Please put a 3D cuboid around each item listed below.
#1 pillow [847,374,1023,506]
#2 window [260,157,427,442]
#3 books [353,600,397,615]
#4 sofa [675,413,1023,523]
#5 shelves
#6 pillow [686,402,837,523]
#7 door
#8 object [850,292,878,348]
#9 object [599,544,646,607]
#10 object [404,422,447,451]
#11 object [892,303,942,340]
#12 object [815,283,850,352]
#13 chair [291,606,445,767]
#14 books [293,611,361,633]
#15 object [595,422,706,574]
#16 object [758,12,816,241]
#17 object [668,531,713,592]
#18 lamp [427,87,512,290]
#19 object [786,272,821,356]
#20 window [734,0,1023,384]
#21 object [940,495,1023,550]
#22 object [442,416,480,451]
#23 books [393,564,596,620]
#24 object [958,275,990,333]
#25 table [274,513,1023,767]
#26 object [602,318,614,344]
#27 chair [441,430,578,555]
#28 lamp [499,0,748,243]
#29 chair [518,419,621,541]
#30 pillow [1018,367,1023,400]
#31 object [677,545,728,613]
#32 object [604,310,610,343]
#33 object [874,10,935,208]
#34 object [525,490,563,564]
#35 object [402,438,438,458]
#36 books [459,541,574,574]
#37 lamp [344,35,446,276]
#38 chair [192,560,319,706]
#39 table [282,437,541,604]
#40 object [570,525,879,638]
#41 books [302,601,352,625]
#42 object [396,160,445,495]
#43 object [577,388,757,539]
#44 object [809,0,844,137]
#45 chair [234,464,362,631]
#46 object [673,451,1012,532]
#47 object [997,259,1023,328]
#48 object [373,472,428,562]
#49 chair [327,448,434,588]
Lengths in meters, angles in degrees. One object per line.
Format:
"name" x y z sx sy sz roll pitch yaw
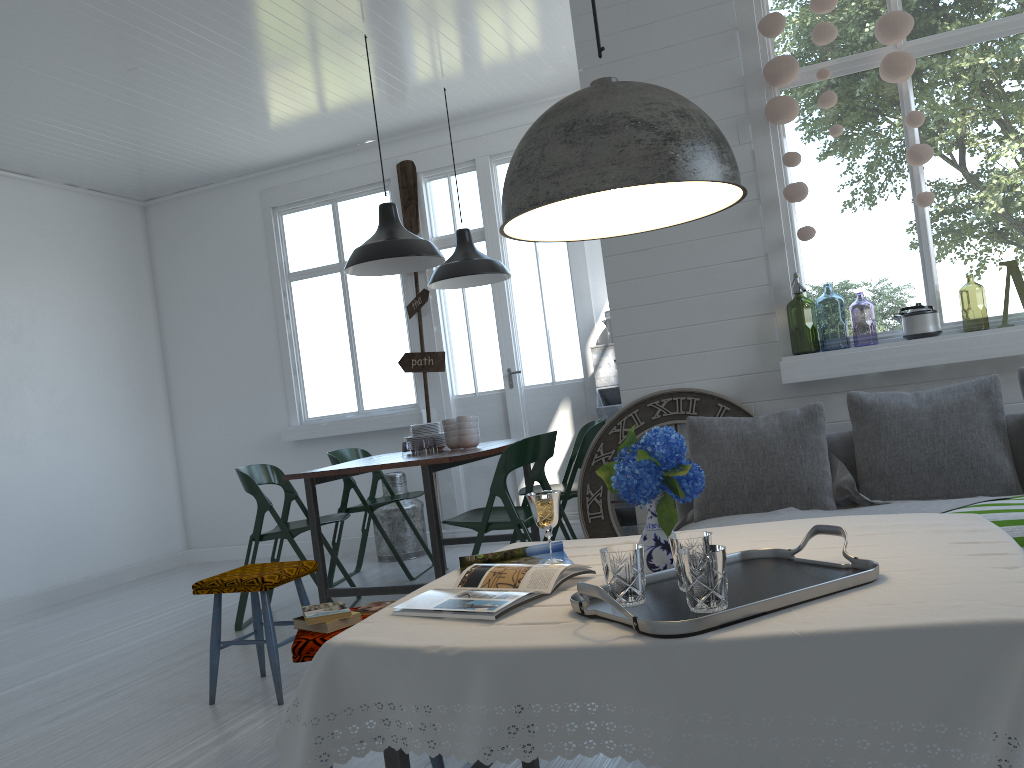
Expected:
"pillow" 1.830 0.255 3.889 0.642 0.520 0.280 -8 -1 22
"window" -1.568 -0.742 8.145 1.483 2.398 0.253 -8 0 21
"books" -0.399 0.721 2.863 0.189 0.012 0.133 -8 -1 19
"sofa" 1.825 0.592 2.302 3.397 0.899 3.405 -8 -1 21
"shelves" 1.013 0.431 6.834 0.513 1.515 0.678 -8 0 21
"pillow" 1.130 0.378 4.065 0.639 0.521 0.278 -8 -1 21
"door" -0.070 -0.396 7.580 1.611 3.480 0.253 -8 0 21
"object" 1.722 -0.316 4.348 0.111 0.270 0.110 -8 -1 39
"object" 0.237 0.401 1.857 0.095 0.119 0.096 -7 -1 -45
"object" -0.571 0.361 5.929 0.300 0.195 0.306 -7 -1 -33
"object" 1.962 -0.304 4.276 0.186 0.174 0.208 -7 -1 2
"object" 1.589 -0.330 4.406 0.137 0.335 0.137 -8 0 28
"chair" -0.434 1.017 2.799 0.419 0.562 0.419 -7 -1 -9
"books" -0.572 0.731 2.740 0.182 0.030 0.128 -9 -2 43
"object" 0.345 0.274 2.122 0.236 0.377 0.265 -8 -1 23
"object" 1.366 -1.404 4.427 0.193 1.404 0.197 -7 0 -18
"object" 0.391 0.382 1.906 0.095 0.119 0.095 -7 -1 5
"lamp" -0.419 -1.522 6.768 0.649 1.499 0.651 -7 0 -24
"object" 1.449 -0.355 4.440 0.136 0.415 0.136 -8 0 18
"window" 1.919 -1.284 4.263 1.483 2.398 0.253 -8 0 21
"object" 2.020 0.662 3.230 3.166 0.473 1.043 -8 -1 22
"object" -0.323 0.312 5.680 0.149 0.216 0.309 -7 -1 -36
"books" -0.036 0.481 2.136 0.300 0.049 0.422 -8 -2 36
"object" 2.175 -0.379 4.182 0.111 0.270 0.110 -8 -1 39
"table" 0.482 0.800 2.152 1.672 0.725 1.326 -8 -1 22
"object" 0.815 -0.425 6.943 0.206 0.249 0.130 -8 -1 12
"chair" 0.018 0.792 4.855 0.731 1.006 0.651 -8 -1 21
"lamp" 0.136 -1.425 2.170 0.600 2.044 0.601 -7 0 -8
"chair" 0.414 0.764 5.888 0.730 1.006 0.651 -7 -1 1
"pillow" 2.472 0.168 3.627 0.639 0.561 0.278 -8 -1 22
"object" 0.376 0.380 1.726 0.095 0.119 0.096 -7 -1 -45
"object" 0.861 -0.451 7.116 0.205 0.290 0.205 -8 -1 23
"object" 1.858 -1.544 4.235 0.200 1.426 0.196 -8 0 32
"object" 0.097 0.389 2.404 0.098 0.191 0.098 -8 -1 41
"object" -0.585 0.404 5.654 0.172 0.098 0.241 -8 -1 25
"books" 0.007 0.489 2.443 0.300 0.043 0.229 -7 -1 -5
"lamp" -0.842 -1.493 5.668 0.650 1.499 0.650 -8 0 18
"chair" -1.146 1.139 4.094 0.419 0.562 0.419 -8 -1 21
"table" -0.505 0.903 5.768 1.172 0.929 1.694 -8 -1 19
"object" 0.439 0.398 1.862 0.650 0.092 0.399 -7 -1 -27
"books" -0.575 0.704 2.745 0.133 0.022 0.189 -7 -1 -18
"object" -0.762 -0.286 7.715 0.361 3.420 0.413 -7 0 -36
"object" 0.883 0.591 4.576 1.111 1.138 0.584 -7 -1 6
"object" 1.532 -1.750 4.348 0.152 1.088 0.150 -7 0 -33
"chair" -1.416 0.998 5.729 0.730 1.006 0.651 -7 -1 1
"object" 1.040 0.733 3.719 1.683 0.924 1.214 -7 -1 -28
"object" 2.404 -0.430 4.087 0.331 0.311 0.052 -8 -1 31
"object" -0.965 1.112 7.529 0.450 0.725 0.450 -7 -1 1
"chair" -1.031 0.971 6.732 0.730 1.006 0.651 -8 -1 11
